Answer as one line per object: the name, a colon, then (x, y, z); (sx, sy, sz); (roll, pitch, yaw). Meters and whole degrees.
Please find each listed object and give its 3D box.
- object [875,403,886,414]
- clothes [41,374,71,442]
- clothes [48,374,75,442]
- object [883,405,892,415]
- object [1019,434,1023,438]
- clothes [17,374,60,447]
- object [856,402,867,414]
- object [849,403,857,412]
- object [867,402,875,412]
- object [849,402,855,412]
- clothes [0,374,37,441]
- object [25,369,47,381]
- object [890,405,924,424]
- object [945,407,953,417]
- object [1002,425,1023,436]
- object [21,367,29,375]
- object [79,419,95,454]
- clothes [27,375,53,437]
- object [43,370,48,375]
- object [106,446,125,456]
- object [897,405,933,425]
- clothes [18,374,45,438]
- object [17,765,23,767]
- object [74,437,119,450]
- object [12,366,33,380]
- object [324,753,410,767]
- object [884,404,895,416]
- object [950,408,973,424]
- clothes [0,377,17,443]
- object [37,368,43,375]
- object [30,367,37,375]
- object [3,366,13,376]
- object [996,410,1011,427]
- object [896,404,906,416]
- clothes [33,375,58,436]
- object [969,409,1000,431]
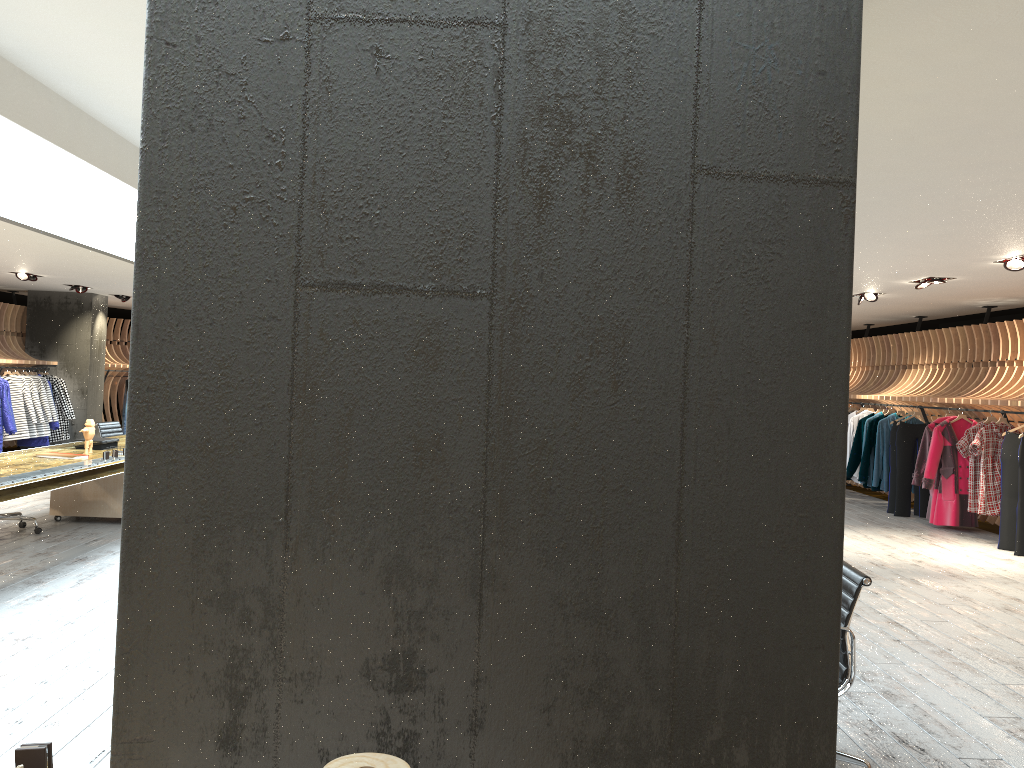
object: (5.250, 0.409, 12.634); (0.525, 0.270, 0.012); (2, -1, 3)
clothes: (-7.880, 0.432, 15.055); (0.807, 1.187, 0.191); (2, -1, -1)
clothes: (-7.894, 0.431, 15.243); (0.799, 1.186, 0.191); (2, -1, -1)
object: (5.251, 0.408, 12.431); (0.525, 0.270, 0.012); (2, -1, -2)
object: (5.357, 0.421, 8.909); (0.525, 0.270, 0.012); (2, -1, -2)
clothes: (-8.021, 0.441, 14.892); (0.885, 1.239, 0.245); (2, -1, -5)
object: (5.237, 0.403, 13.202); (0.525, 0.270, 0.012); (2, -1, 3)
object: (5.224, 0.410, 13.575); (0.525, 0.270, 0.012); (2, -1, 3)
object: (5.244, 0.404, 12.968); (0.525, 0.270, 0.012); (2, -1, -2)
object: (5.235, 0.410, 13.703); (0.525, 0.270, 0.012); (2, -1, -2)
clothes: (-7.866, 0.379, 14.015); (0.752, 1.062, 0.128); (2, -1, -3)
object: (-7.962, -0.129, 14.681); (0.518, 0.313, 0.012); (2, -1, -2)
object: (5.279, 0.413, 11.697); (0.525, 0.270, 0.012); (2, -1, 23)
object: (5.294, 0.413, 10.730); (0.525, 0.270, 0.012); (2, -1, -2)
object: (5.343, 0.420, 9.122); (0.525, 0.270, 0.012); (2, -1, 38)
object: (-7.958, -0.128, 14.503); (0.518, 0.313, 0.012); (2, -1, -2)
object: (-3.700, 0.459, 7.734); (0.097, 0.301, 0.320); (3, 0, -18)
clothes: (-7.879, 0.378, 14.513); (0.752, 1.062, 0.128); (2, -1, -3)
object: (-7.984, -0.122, 15.227); (0.518, 0.313, 0.012); (2, -1, -2)
object: (-3.379, 0.592, 7.772); (0.302, 0.074, 0.217); (2, 0, -7)
object: (5.273, 0.413, 11.517); (0.525, 0.270, 0.012); (2, -1, 3)
clothes: (-7.872, 0.379, 14.251); (0.752, 1.062, 0.128); (2, -1, -3)
object: (-0.623, 0.618, 1.149); (0.008, 0.267, 0.060); (2, -1, 15)
object: (-3.866, 0.557, 8.266); (0.262, 0.088, 0.373); (2, 0, -2)
object: (-7.951, -0.127, 14.241); (0.518, 0.313, 0.012); (2, -1, -2)
object: (-0.150, 0.479, 0.950); (0.088, 0.204, 0.262); (2, 0, -3)
object: (5.272, 0.411, 12.320); (0.525, 0.270, 0.012); (2, -1, -2)
object: (5.322, 0.415, 10.485); (0.525, 0.270, 0.012); (2, -1, 8)
clothes: (-8.012, 0.444, 13.510); (0.885, 1.239, 0.245); (2, -1, -5)
object: (-7.976, -0.119, 15.039); (0.516, 0.316, 0.012); (2, -1, -2)
object: (-8.026, -0.151, 14.880); (0.525, 0.270, 0.012); (2, -1, -2)
object: (-7.944, -0.127, 14.005); (0.518, 0.313, 0.012); (2, -1, -2)
object: (5.317, 0.423, 9.623); (0.524, 0.286, 0.015); (2, -1, -17)
object: (5.264, 0.409, 11.996); (0.525, 0.270, 0.012); (2, -1, 8)
clothes: (-7.884, 0.377, 14.691); (0.752, 1.062, 0.128); (2, -1, -3)
object: (5.318, 0.415, 9.836); (0.525, 0.270, 0.012); (2, -1, -2)
